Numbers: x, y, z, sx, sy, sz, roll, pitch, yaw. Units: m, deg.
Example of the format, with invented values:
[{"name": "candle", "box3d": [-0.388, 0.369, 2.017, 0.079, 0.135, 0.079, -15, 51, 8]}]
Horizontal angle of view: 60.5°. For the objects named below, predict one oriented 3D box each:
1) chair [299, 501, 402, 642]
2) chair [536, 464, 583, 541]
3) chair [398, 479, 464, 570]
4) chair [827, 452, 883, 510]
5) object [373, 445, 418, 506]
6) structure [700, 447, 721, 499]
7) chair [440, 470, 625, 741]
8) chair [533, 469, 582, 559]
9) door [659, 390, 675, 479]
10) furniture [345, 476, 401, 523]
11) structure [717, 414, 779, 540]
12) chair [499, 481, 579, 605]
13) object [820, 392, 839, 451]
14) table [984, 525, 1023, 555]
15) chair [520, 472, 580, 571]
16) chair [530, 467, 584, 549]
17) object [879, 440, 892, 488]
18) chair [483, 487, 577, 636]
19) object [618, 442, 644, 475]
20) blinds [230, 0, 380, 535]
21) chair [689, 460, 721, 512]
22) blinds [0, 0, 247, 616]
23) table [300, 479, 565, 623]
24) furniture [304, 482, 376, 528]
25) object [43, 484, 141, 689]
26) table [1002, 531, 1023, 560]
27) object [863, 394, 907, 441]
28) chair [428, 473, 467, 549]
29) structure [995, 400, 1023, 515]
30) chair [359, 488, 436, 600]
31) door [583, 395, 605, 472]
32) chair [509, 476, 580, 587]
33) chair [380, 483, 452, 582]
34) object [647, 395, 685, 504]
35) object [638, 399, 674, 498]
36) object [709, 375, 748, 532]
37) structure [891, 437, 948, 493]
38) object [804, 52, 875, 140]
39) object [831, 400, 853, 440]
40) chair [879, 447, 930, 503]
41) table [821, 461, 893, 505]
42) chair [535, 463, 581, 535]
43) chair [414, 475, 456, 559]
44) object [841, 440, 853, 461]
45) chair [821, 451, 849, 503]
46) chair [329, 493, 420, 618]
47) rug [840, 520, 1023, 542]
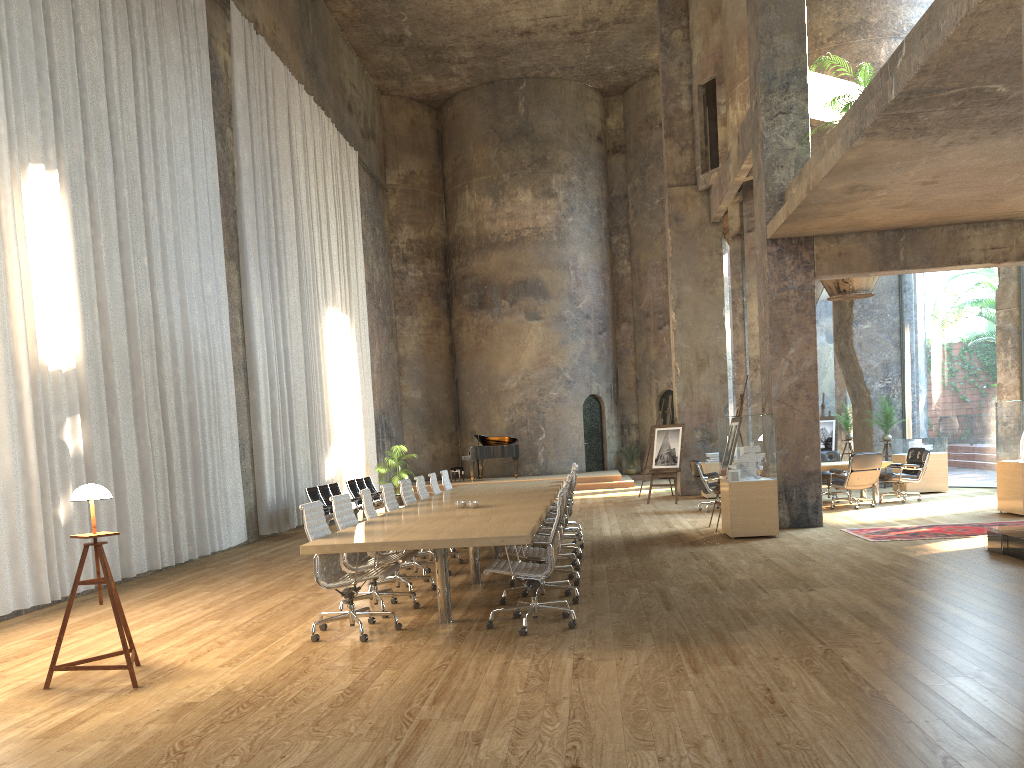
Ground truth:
[{"name": "chair", "box3d": [-1.226, 1.401, 6.736, 0.700, 1.032, 0.661, -3, 2, 11]}, {"name": "chair", "box3d": [0.613, 1.631, 11.994, 0.700, 1.032, 0.661, -3, 2, 14]}, {"name": "chair", "box3d": [-0.945, 1.610, 10.250, 0.700, 1.032, 0.661, -3, 2, 14]}, {"name": "chair", "box3d": [5.471, 1.552, 14.156, 0.727, 0.898, 0.820, -4, 1, -21]}, {"name": "object", "box3d": [-2.754, 2.193, 21.038, 1.091, 1.466, 1.124, -3, 1, -4]}, {"name": "structure", "box3d": [4.264, 1.801, 17.906, 0.744, 1.021, 0.731, -3, 1, 5]}, {"name": "chair", "box3d": [2.119, 1.593, 12.670, 12.958, 1.037, 31.400, -4, -4, 5]}, {"name": "chair", "box3d": [0.455, 1.526, 10.216, 0.700, 1.032, 0.661, -3, 2, 11]}, {"name": "door", "box3d": [4.734, 1.478, 25.920, 0.110, 2.648, 0.902, -7, 5, -43]}, {"name": "furniture", "box3d": [-2.699, 2.269, 17.521, 0.709, 0.845, 1.865, -3, -2, 5]}, {"name": "structure", "box3d": [3.033, 1.184, 11.320, 0.595, 1.557, 0.738, -3, 3, 5]}, {"name": "chair", "box3d": [0.213, 1.368, 7.536, 0.700, 1.032, 0.661, -3, 2, 9]}, {"name": "object", "box3d": [7.418, 1.272, 20.936, 0.702, 2.160, 0.678, -1, 4, 34]}, {"name": "table", "box3d": [5.249, 1.545, 8.775, 0.860, 0.248, 0.369, -4, -1, 5]}, {"name": "chair", "box3d": [0.372, 1.475, 9.341, 0.700, 1.032, 0.661, -3, 2, 14]}, {"name": "chair", "box3d": [0.544, 1.580, 11.142, 0.699, 1.032, 0.661, -3, 2, 5]}, {"name": "object", "box3d": [7.495, 1.596, 17.298, 0.571, 0.978, 0.654, -1, 2, 41]}, {"name": "chair", "box3d": [0.126, 1.313, 6.594, 0.700, 1.032, 0.661, -3, 2, 11]}, {"name": "object", "box3d": [3.630, 2.242, 26.501, 0.914, 0.997, 0.902, -3, 1, 16]}, {"name": "blinds", "box3d": [-3.919, -1.605, 18.091, 0.275, 8.695, 7.790, -3, 1, 6]}, {"name": "chair", "box3d": [3.483, 1.726, 15.047, 0.821, 0.898, 0.726, -3, 1, 1]}, {"name": "blinds", "box3d": [-4.699, -2.110, 9.502, 0.275, 8.695, 7.790, -3, 1, 6]}, {"name": "table", "box3d": [-0.309, 1.680, 9.877, 1.602, 0.762, 7.689, -4, -4, 5]}, {"name": "furniture", "box3d": [-2.915, 2.130, 15.149, 0.709, 0.845, 1.865, -3, -2, 5]}, {"name": "object", "box3d": [-2.595, 1.282, 5.623, 0.571, 1.305, 0.653, -1, 3, 38]}, {"name": "table", "box3d": [5.217, 1.545, 8.410, 0.790, 0.203, 1.107, -4, -3, 5]}, {"name": "object", "box3d": [7.293, 0.658, 17.324, 0.859, 0.946, 0.684, -3, 1, 8]}, {"name": "chair", "box3d": [-0.786, 1.716, 12.056, 0.700, 1.032, 0.661, -3, 2, 9]}, {"name": "structure", "box3d": [7.017, 0.987, 11.861, 0.595, 1.557, 0.738, -3, 3, 5]}, {"name": "chair", "box3d": [-1.100, 1.503, 8.448, 0.699, 1.032, 0.661, -3, 2, 5]}, {"name": "door", "box3d": [2.374, 1.463, 26.141, 0.897, 2.311, 0.091, -6, 5, -36]}, {"name": "chair", "box3d": [0.294, 1.422, 8.448, 0.700, 1.032, 0.661, -3, 2, 11]}, {"name": "chair", "box3d": [-1.027, 1.559, 9.375, 0.700, 1.032, 0.661, -3, 2, 11]}, {"name": "object", "box3d": [3.074, 1.291, 17.277, 0.702, 2.160, 0.678, -1, 4, 37]}, {"name": "object", "box3d": [3.140, 1.408, 19.164, 0.685, 2.160, 0.695, -1, 4, 31]}, {"name": "object", "box3d": [3.077, 0.965, 12.189, 0.685, 2.160, 0.696, -3, 3, 4]}, {"name": "structure", "box3d": [7.543, 1.506, 16.280, 0.735, 1.021, 0.739, -3, 1, 5]}, {"name": "object", "box3d": [4.364, -3.109, 10.822, 1.403, 1.820, 1.348, -3, 1, 11]}, {"name": "object", "box3d": [7.535, 0.800, 19.766, 0.689, 0.945, 0.854, -3, 1, 26]}, {"name": "chair", "box3d": [6.508, 1.530, 14.745, 0.820, 0.898, 0.727, -3, 1, 0]}, {"name": "table", "box3d": [5.033, 1.720, 14.896, 2.411, 0.704, 1.100, -4, -1, 5]}, {"name": "chair", "box3d": [0.656, 1.684, 12.856, 0.700, 1.032, 0.661, -3, 2, 11]}, {"name": "chair", "box3d": [-0.866, 1.663, 11.143, 0.700, 1.032, 0.661, -3, 2, 11]}, {"name": "object", "box3d": [7.644, 1.748, 19.803, 0.658, 0.978, 0.568, -3, 2, -1]}, {"name": "chair", "box3d": [5.605, 1.637, 15.596, 0.730, 0.898, 0.817, -3, 1, 6]}, {"name": "chair", "box3d": [-1.177, 1.453, 7.597, 0.700, 1.032, 0.661, -3, 2, 14]}, {"name": "rug", "box3d": [5.413, 1.770, 10.644, 2.464, 0.009, 1.342, -4, -4, 5]}]
